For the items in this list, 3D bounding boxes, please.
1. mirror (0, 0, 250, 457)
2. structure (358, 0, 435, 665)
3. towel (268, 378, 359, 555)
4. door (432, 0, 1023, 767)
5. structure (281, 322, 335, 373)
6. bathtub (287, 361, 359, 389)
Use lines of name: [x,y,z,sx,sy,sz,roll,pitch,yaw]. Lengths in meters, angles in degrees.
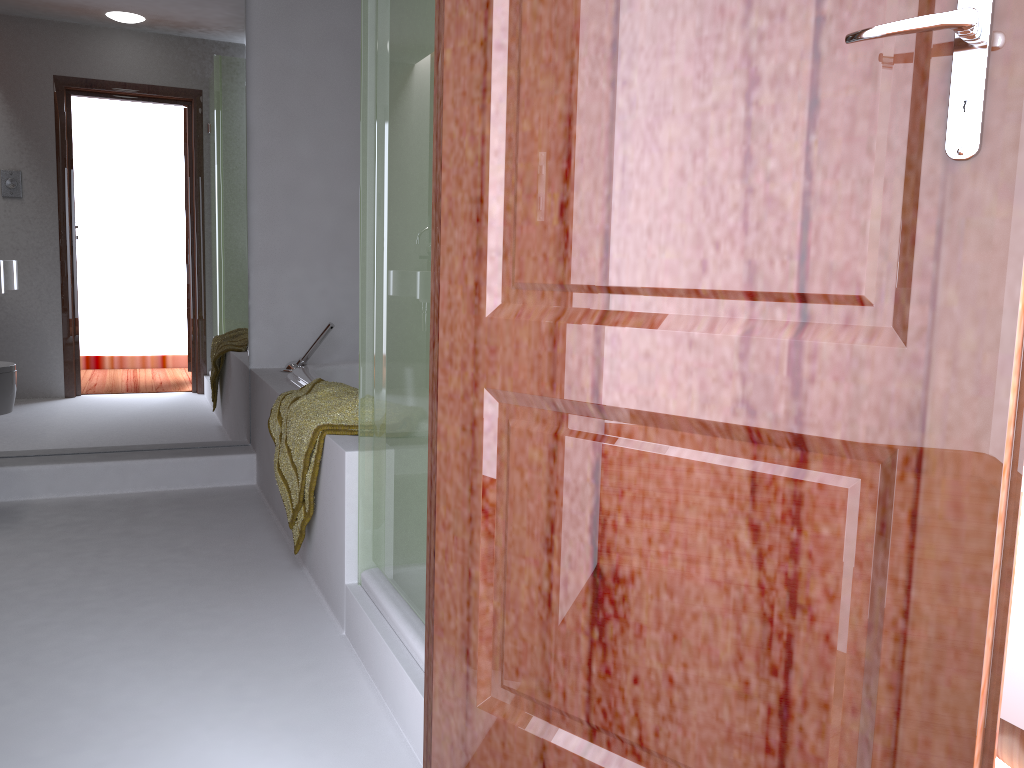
mirror: [-1.730,-0.812,3.311,1.433,2.183,0.019,-2,8,-23]
structure: [0.264,-0.381,1.890,1.015,2.079,0.765,-2,8,-23]
towel: [-0.512,0.242,2.669,0.349,0.452,0.890,-2,8,-29]
door: [0.157,-0.253,0.924,0.708,1.780,0.095,8,10,42]
structure: [-0.829,-0.131,3.633,0.239,0.257,0.112,3,7,8]
bathtub: [-0.272,0.211,3.127,0.881,0.424,1.683,-2,8,-23]
